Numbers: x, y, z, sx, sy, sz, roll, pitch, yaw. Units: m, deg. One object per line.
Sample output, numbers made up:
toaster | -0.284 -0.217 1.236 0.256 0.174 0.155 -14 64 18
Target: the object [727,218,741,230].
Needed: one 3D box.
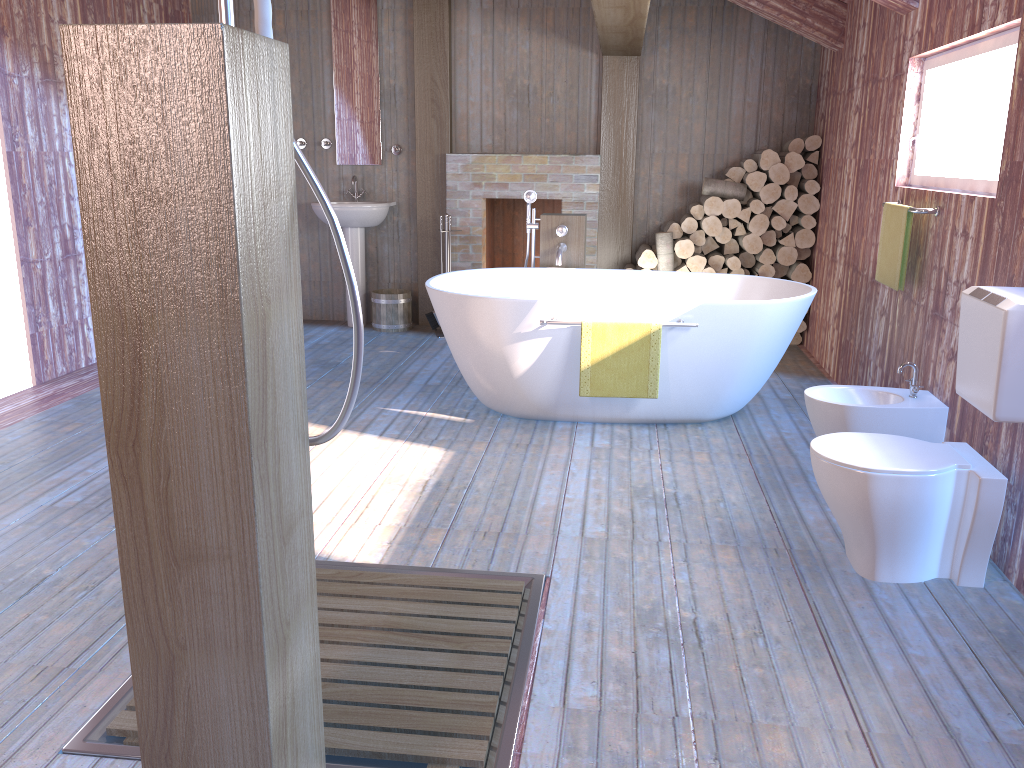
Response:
object | 1.561 -1.143 6.269 0.088 0.092 0.280 2 15 8

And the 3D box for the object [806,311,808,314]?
object | 2.011 -0.587 6.361 0.147 0.152 0.439 2 15 7

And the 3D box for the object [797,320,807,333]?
object | 2.030 -0.464 6.387 0.102 0.109 0.438 2 15 7

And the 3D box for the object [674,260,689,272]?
object | 1.191 -0.804 6.429 0.155 0.174 0.483 2 15 5

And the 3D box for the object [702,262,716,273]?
object | 1.390 -0.816 6.371 0.098 0.100 0.437 2 15 5

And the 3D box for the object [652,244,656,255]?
object | 1.074 -0.970 6.487 0.099 0.093 0.280 3 15 8

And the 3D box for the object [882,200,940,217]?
object | 1.735 -0.775 3.897 0.091 0.043 0.581 2 15 7

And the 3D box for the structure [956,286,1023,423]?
structure | 1.505 -0.099 2.703 0.182 0.363 0.358 2 15 8

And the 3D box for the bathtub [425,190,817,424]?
bathtub | 0.522 -0.414 4.621 1.935 1.109 1.460 8 16 28

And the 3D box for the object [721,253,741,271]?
object | 1.553 -0.886 6.335 0.098 0.100 0.437 2 15 5

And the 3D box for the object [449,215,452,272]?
object | -0.430 -0.791 6.480 0.126 0.871 0.206 -11 19 -39

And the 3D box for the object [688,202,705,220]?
object | 1.311 -1.229 6.288 0.106 0.112 0.282 2 15 8

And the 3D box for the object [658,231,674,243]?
object | 1.117 -1.049 6.464 0.108 0.113 0.302 2 15 7

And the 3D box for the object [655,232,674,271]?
object | 1.072 -0.916 6.212 0.147 0.298 0.109 3 15 9

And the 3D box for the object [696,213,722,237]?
object | 1.392 -1.137 6.290 0.141 0.143 0.437 2 15 5

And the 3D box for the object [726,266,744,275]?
object | 1.592 -0.793 6.360 0.111 0.113 0.301 2 15 5

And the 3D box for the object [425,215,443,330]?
object | -0.574 -0.812 6.506 0.136 0.846 0.062 -2 15 -11

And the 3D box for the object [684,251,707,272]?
object | 1.311 -0.888 6.383 0.139 0.148 0.458 2 15 7

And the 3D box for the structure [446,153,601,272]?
structure | 0.081 -1.045 6.666 1.130 1.330 0.226 2 15 7

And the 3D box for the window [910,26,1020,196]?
window | 1.845 -1.073 3.574 0.054 0.587 1.255 2 15 8

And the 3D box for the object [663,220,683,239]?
object | 1.157 -1.112 6.371 0.114 0.113 0.301 2 15 5

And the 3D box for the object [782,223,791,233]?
object | 1.912 -1.100 6.225 0.067 0.069 0.177 2 15 7

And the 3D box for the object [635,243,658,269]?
object | 0.970 -0.926 6.410 0.139 0.137 0.455 2 15 5

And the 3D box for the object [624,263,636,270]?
object | 0.869 -0.819 6.494 0.101 0.103 0.242 2 15 8

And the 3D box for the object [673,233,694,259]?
object | 1.223 -0.994 6.351 0.138 0.147 0.440 2 15 7

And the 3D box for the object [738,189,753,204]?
object | 1.634 -1.347 6.310 0.121 0.124 0.291 2 15 8

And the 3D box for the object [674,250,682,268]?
object | 1.170 -0.923 6.472 0.121 0.124 0.291 2 15 8

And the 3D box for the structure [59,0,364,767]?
structure | -0.486 -0.206 1.600 0.328 2.209 0.522 8 16 27

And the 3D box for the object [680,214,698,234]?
object | 1.254 -1.140 6.302 0.115 0.123 0.291 3 15 8

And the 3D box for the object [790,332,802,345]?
object | 2.024 -0.369 6.469 0.114 0.113 0.301 2 15 5

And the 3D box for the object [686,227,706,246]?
object | 1.313 -1.056 6.333 0.111 0.113 0.301 2 15 6

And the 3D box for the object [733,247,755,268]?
object | 1.677 -0.916 6.416 0.116 0.118 0.289 2 15 5

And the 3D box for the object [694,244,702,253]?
object | 1.319 -0.977 6.353 0.064 0.068 0.174 2 15 6

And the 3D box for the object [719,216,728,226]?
object | 1.484 -1.151 6.261 0.057 0.061 0.156 2 15 6

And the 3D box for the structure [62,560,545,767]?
structure | -0.449 0.738 2.402 1.000 0.067 1.000 2 15 6

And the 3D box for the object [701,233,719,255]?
object | 1.423 -1.023 6.418 0.128 0.150 0.323 2 15 7

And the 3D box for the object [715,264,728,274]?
object | 1.483 -0.812 6.367 0.086 0.089 0.279 2 15 5

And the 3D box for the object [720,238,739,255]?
object | 1.572 -1.004 6.407 0.104 0.127 0.321 2 15 7

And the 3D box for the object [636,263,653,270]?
object | 0.962 -0.798 6.433 0.137 0.133 0.437 2 15 5

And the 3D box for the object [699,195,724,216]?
object | 1.407 -1.271 6.260 0.135 0.145 0.439 2 15 7

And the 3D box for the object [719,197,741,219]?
object | 1.520 -1.253 6.250 0.138 0.147 0.440 2 15 7

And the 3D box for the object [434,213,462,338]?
object | -0.497 -0.812 6.550 0.333 0.888 0.276 -12 19 -40

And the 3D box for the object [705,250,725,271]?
object | 1.451 -0.888 6.353 0.114 0.120 0.303 2 15 8

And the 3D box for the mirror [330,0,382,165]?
mirror | -1.155 -2.244 6.588 0.350 1.199 0.009 2 15 7

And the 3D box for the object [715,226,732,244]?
object | 1.488 -1.070 6.293 0.115 0.123 0.291 3 15 8
